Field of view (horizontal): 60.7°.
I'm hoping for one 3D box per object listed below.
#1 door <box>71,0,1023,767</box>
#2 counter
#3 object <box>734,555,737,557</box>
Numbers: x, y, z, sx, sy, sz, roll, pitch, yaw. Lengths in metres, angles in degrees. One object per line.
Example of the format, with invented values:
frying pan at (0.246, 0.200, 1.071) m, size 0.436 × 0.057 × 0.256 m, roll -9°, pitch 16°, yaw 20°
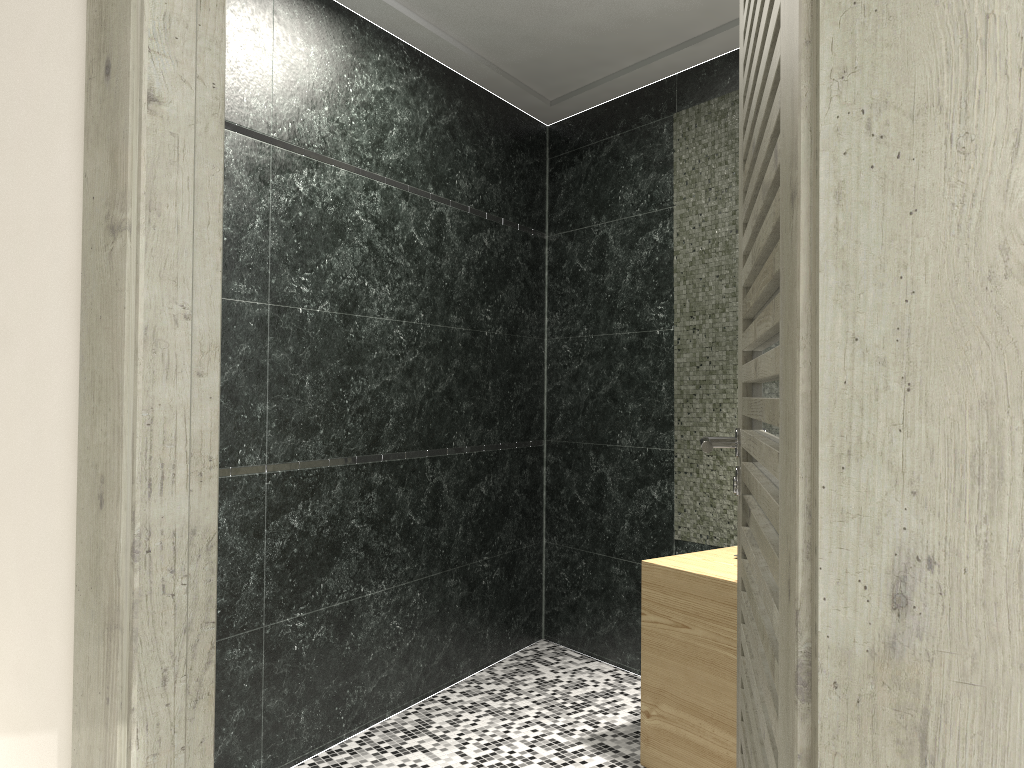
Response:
door at (0.187, 0.084, 1.500) m, size 1.393 × 2.515 × 1.124 m, roll 0°, pitch -1°, yaw 37°
counter at (1.093, 0.838, 2.844) m, size 0.691 × 1.052 × 1.230 m, roll 1°, pitch -1°, yaw -36°
object at (1.024, 0.633, 3.175) m, size 0.340 × 0.011 × 0.294 m, roll 1°, pitch -1°, yaw -36°
